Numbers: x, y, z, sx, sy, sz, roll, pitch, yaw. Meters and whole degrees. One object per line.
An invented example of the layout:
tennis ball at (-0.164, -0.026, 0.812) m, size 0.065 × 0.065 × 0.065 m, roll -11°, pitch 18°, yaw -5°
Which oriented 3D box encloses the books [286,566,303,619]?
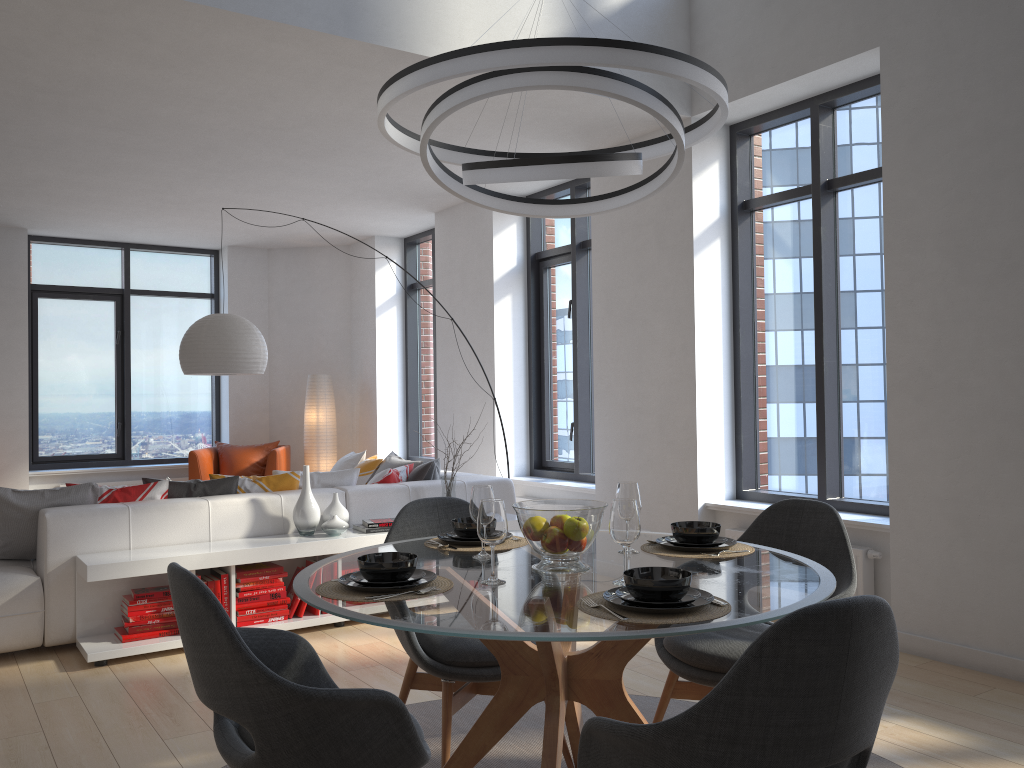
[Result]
books at (-1.210, 1.160, 4.941) m, size 0.144 × 0.247 × 0.188 m, roll 0°, pitch -1°, yaw -34°

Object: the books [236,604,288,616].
books at (-1.381, 1.214, 4.818) m, size 0.266 × 0.026 × 0.187 m, roll 0°, pitch -1°, yaw -34°

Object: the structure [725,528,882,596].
structure at (1.613, 1.093, 4.956) m, size 0.110 × 0.460 × 1.015 m, roll 0°, pitch -1°, yaw -34°

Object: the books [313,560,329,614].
books at (-1.097, 1.149, 5.028) m, size 0.038 × 0.270 × 0.215 m, roll 0°, pitch -1°, yaw -34°

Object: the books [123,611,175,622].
books at (-1.856, 1.182, 4.582) m, size 0.257 × 0.025 × 0.182 m, roll 0°, pitch -1°, yaw -34°

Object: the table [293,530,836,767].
table at (0.145, 0.912, 2.558) m, size 1.499 × 0.764 × 1.499 m, roll 0°, pitch -1°, yaw -45°

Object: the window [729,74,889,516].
window at (1.847, -0.477, 5.192) m, size 0.170 × 2.402 × 1.310 m, roll 0°, pitch -1°, yaw -34°

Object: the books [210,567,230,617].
books at (-1.555, 1.139, 4.728) m, size 0.049 × 0.291 × 0.214 m, roll 0°, pitch -1°, yaw -34°

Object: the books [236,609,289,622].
books at (-1.377, 1.241, 4.815) m, size 0.282 × 0.030 × 0.188 m, roll 0°, pitch -1°, yaw -33°

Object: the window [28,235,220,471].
window at (-4.180, -0.321, 9.610) m, size 1.960 × 2.402 × 0.170 m, roll 0°, pitch -1°, yaw -34°

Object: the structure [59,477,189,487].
structure at (-3.948, 1.242, 9.328) m, size 1.474 × 0.460 × 0.110 m, roll 0°, pitch -1°, yaw -34°

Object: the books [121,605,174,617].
books at (-1.869, 1.157, 4.594) m, size 0.261 × 0.028 × 0.191 m, roll 0°, pitch -1°, yaw -34°

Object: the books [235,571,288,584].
books at (-1.389, 1.044, 4.838) m, size 0.266 × 0.026 × 0.187 m, roll 0°, pitch -1°, yaw -39°

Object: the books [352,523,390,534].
books at (-0.766, 0.849, 5.272) m, size 0.300 × 0.026 × 0.245 m, roll 0°, pitch -1°, yaw -29°

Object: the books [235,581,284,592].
books at (-1.388, 1.093, 4.836) m, size 0.236 × 0.023 × 0.178 m, roll 0°, pitch -1°, yaw -34°

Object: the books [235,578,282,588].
books at (-1.408, 1.070, 4.833) m, size 0.257 × 0.025 × 0.182 m, roll 0°, pitch -1°, yaw -34°

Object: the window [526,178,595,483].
window at (0.568, -0.428, 7.102) m, size 0.170 × 2.402 × 1.310 m, roll 0°, pitch -1°, yaw -34°

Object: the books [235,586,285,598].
books at (-1.398, 1.118, 4.834) m, size 0.261 × 0.027 × 0.191 m, roll 0°, pitch -1°, yaw -38°

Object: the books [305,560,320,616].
books at (-1.120, 1.144, 4.994) m, size 0.046 × 0.282 × 0.199 m, roll 0°, pitch -1°, yaw -34°

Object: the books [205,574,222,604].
books at (-1.581, 1.155, 4.705) m, size 0.042 × 0.259 × 0.195 m, roll 0°, pitch -1°, yaw -34°

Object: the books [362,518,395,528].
books at (-0.753, 0.822, 5.251) m, size 0.238 × 0.027 × 0.188 m, roll 0°, pitch -1°, yaw -20°

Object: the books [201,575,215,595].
books at (-1.618, 1.156, 4.692) m, size 0.034 × 0.259 × 0.207 m, roll 0°, pitch -1°, yaw -34°

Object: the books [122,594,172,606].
books at (-1.862, 1.104, 4.585) m, size 0.254 × 0.025 × 0.178 m, roll 0°, pitch -1°, yaw -34°

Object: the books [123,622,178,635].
books at (-1.857, 1.237, 4.582) m, size 0.259 × 0.034 × 0.206 m, roll 0°, pitch -1°, yaw -31°

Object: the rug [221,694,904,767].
rug at (0.142, 1.300, 2.546) m, size 2.499 × 0.010 × 2.499 m, roll -1°, pitch -1°, yaw 29°

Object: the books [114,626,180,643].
books at (-1.866, 1.270, 4.566) m, size 0.301 × 0.032 × 0.227 m, roll 0°, pitch -1°, yaw -34°

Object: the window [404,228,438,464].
window at (-0.712, -0.379, 9.014) m, size 0.170 × 2.402 × 1.310 m, roll 0°, pitch -1°, yaw -34°

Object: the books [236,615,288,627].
books at (-1.389, 1.270, 4.828) m, size 0.274 × 0.029 × 0.200 m, roll 0°, pitch -1°, yaw -34°

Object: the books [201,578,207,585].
books at (-1.646, 1.157, 4.672) m, size 0.031 × 0.255 × 0.181 m, roll 0°, pitch -1°, yaw -34°

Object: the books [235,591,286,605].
books at (-1.404, 1.152, 4.849) m, size 0.279 × 0.039 × 0.206 m, roll 0°, pitch -1°, yaw -33°

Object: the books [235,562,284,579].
books at (-1.409, 1.015, 4.836) m, size 0.259 × 0.034 × 0.206 m, roll 0°, pitch -1°, yaw -37°

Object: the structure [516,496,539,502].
structure at (0.334, 1.142, 6.866) m, size 0.110 × 0.460 × 1.015 m, roll 0°, pitch -1°, yaw -34°

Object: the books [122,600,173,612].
books at (-1.858, 1.129, 4.582) m, size 0.269 × 0.028 × 0.179 m, roll 0°, pitch -1°, yaw -33°

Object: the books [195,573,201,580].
books at (-1.673, 1.140, 4.651) m, size 0.036 × 0.294 × 0.208 m, roll 0°, pitch -1°, yaw -34°

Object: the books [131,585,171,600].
books at (-1.851, 1.077, 4.581) m, size 0.206 × 0.029 × 0.152 m, roll 0°, pitch -1°, yaw -28°

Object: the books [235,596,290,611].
books at (-1.398, 1.187, 4.851) m, size 0.301 × 0.032 × 0.227 m, roll 0°, pitch -1°, yaw -34°

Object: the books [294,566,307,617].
books at (-1.172, 1.160, 4.958) m, size 0.115 × 0.245 × 0.192 m, roll 0°, pitch -1°, yaw -34°
